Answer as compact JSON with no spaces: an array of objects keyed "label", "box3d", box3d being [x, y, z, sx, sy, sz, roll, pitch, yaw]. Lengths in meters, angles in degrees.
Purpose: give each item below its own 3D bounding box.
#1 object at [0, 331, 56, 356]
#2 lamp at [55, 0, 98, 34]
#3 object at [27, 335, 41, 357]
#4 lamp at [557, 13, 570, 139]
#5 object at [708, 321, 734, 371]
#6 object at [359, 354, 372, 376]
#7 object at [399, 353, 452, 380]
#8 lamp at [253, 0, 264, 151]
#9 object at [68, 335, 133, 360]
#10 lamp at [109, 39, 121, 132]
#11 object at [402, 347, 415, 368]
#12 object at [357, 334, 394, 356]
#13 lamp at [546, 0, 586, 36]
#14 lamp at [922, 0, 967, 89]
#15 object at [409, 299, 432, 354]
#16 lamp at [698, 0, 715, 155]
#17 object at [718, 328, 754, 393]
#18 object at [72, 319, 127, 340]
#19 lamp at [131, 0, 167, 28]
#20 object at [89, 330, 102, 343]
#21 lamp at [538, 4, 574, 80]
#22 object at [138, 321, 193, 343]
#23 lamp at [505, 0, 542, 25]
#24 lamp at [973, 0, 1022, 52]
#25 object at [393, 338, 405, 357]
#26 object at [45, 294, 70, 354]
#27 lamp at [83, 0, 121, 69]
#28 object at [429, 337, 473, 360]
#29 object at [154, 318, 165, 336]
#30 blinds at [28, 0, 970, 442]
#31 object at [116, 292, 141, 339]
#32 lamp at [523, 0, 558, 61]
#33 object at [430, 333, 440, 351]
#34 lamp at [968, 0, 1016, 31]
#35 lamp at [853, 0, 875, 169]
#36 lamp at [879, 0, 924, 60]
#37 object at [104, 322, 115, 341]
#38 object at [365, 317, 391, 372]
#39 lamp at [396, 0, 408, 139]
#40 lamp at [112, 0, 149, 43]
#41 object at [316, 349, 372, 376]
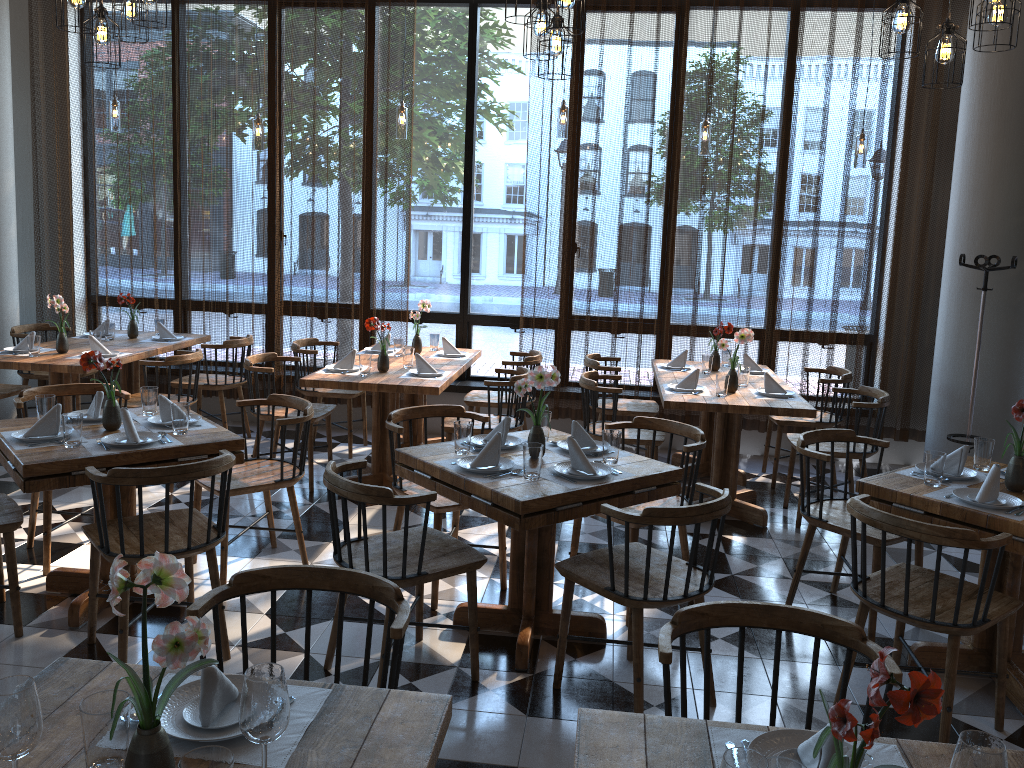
[{"label":"object","box3d":[-3.253,-0.285,5.910,0.272,0.136,0.354,3,10,6]},{"label":"lamp","box3d":[-2.112,-2.771,4.251,0.175,2.059,0.176,1,8,-8]},{"label":"object","box3d":[-3.088,-0.244,5.724,0.080,0.131,0.080,1,8,-9]},{"label":"lamp","box3d":[0.392,-2.700,6.123,0.078,1.953,0.078,2,8,-4]},{"label":"object","box3d":[1.479,-0.270,6.261,0.171,0.353,0.157,0,8,-17]},{"label":"object","box3d":[-0.909,-0.116,5.487,0.080,0.131,0.080,1,8,-9]},{"label":"object","box3d":[-0.542,-0.127,5.620,0.272,0.136,0.354,3,10,6]},{"label":"lamp","box3d":[-1.827,-2.684,6.384,0.078,1.953,0.078,-5,10,-43]},{"label":"object","box3d":[-2.724,-0.255,5.858,0.272,0.136,0.354,3,10,6]},{"label":"lamp","box3d":[-2.924,-2.853,6.490,0.078,1.953,0.078,0,8,-18]},{"label":"object","box3d":[-0.686,-0.172,5.858,0.080,0.131,0.080,1,8,-9]},{"label":"object","box3d":[-0.970,-0.307,6.547,0.272,0.136,0.354,3,10,6]},{"label":"lamp","box3d":[0.290,-2.685,4.058,0.175,2.059,0.176,1,8,-10]},{"label":"lamp","box3d":[2.104,-2.448,4.116,0.175,2.059,0.176,5,8,19]},{"label":"object","box3d":[-0.670,-0.418,6.493,0.146,0.398,0.208,4,8,10]},{"label":"lamp","box3d":[1.369,-2.559,6.027,0.078,1.953,0.078,1,8,-8]},{"label":"object","box3d":[1.352,-0.144,5.384,0.206,0.398,0.147,2,8,-1]},{"label":"object","box3d":[-3.152,-0.435,6.785,0.272,0.136,0.354,3,10,6]},{"label":"lamp","box3d":[-1.866,-2.910,4.527,0.175,2.059,0.176,6,8,25]},{"label":"object","box3d":[-2.864,-0.300,6.096,0.080,0.131,0.080,1,8,-9]},{"label":"lamp","box3d":[0.255,-2.552,4.292,0.175,2.059,0.176,2,8,1]},{"label":"object","box3d":[-2.622,-0.405,6.734,0.272,0.136,0.354,3,10,6]},{"label":"lamp","box3d":[0.092,-2.759,4.107,0.175,2.059,0.176,2,8,1]},{"label":"lamp","box3d":[2.322,-2.605,4.055,0.175,2.059,0.176,3,8,8]},{"label":"object","box3d":[-0.810,-0.262,6.342,0.080,0.131,0.080,9,11,41]},{"label":"object","box3d":[-3.011,-0.402,5.872,0.146,0.398,0.207,-2,9,-29]},{"label":"lamp","box3d":[-2.096,-2.679,4.487,0.175,2.059,0.176,6,8,25]},{"label":"object","box3d":[-0.441,-0.277,6.496,0.272,0.136,0.354,3,10,6]},{"label":"object","box3d":[-2.765,-0.446,6.951,0.080,0.131,0.080,7,10,31]},{"label":"blinds","box3d":[-0.347,-1.536,6.889,7.266,3.562,0.161,3,8,6]},{"label":"object","box3d":[-2.905,-0.520,6.700,0.156,0.353,0.171,7,9,29]},{"label":"lamp","box3d":[0.188,-2.720,4.482,0.175,2.059,0.176,-3,9,-32]},{"label":"object","box3d":[-0.587,-0.318,6.714,0.080,0.131,0.080,9,11,41]},{"label":"lamp","box3d":[2.207,-2.635,3.877,0.175,2.059,0.176,5,8,19]},{"label":"lamp","box3d":[2.411,-2.440,5.921,0.078,1.953,0.078,8,10,38]},{"label":"lamp","box3d":[1.887,-2.585,4.094,0.175,2.059,0.176,0,8,-14]},{"label":"object","box3d":[-2.989,-0.390,6.580,0.080,0.131,0.080,7,10,31]},{"label":"object","box3d":[-0.855,-0.254,5.643,0.171,0.353,0.157,0,8,-15]},{"label":"lamp","box3d":[-0.758,-2.734,6.253,0.078,1.953,0.078,4,8,14]},{"label":"lamp","box3d":[-2.027,-2.884,4.669,0.175,2.059,0.176,4,8,14]},{"label":"object","box3d":[-1.072,-0.157,5.672,0.272,0.136,0.354,3,10,6]}]
